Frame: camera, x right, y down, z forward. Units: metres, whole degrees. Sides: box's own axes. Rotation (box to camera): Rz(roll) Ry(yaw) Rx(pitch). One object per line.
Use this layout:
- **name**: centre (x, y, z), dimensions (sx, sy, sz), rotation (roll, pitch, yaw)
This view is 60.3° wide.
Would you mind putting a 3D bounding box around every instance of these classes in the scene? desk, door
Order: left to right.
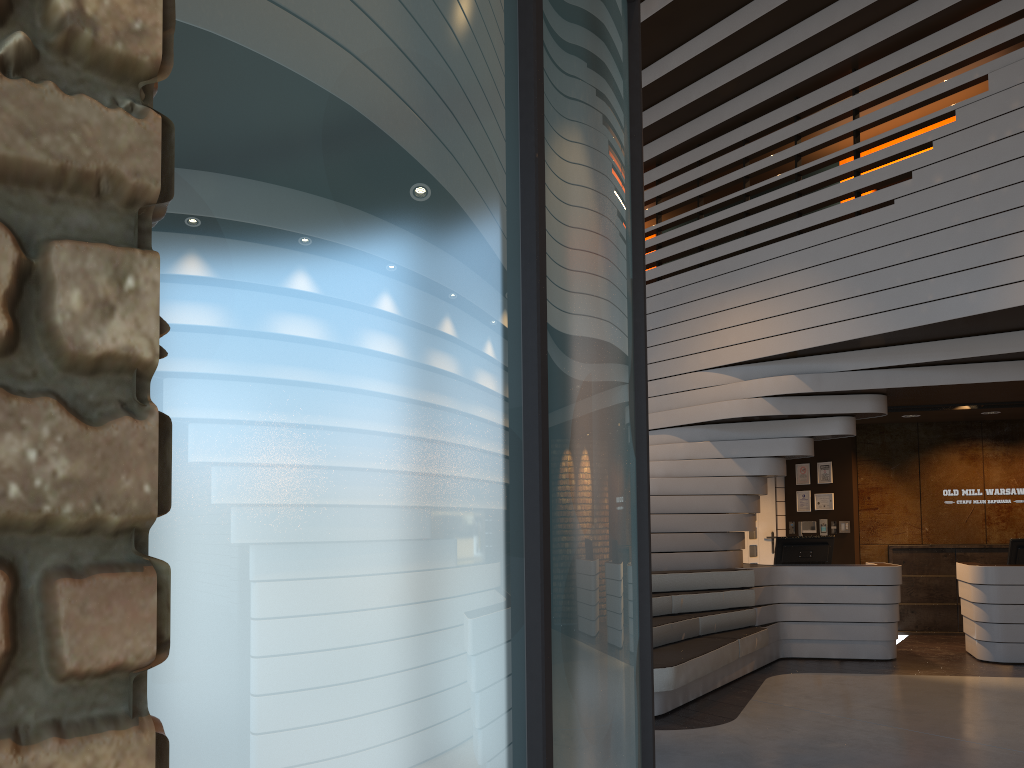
- **door**: centre (-1.337, 0.324, 2.029), dimensions (3.192, 2.831, 3.295), rotation (3, -7, -28)
- **door**: centre (3.016, 2.051, 11.084), dimensions (0.967, 2.090, 0.164), rotation (2, -4, -35)
- **desk**: centre (5.160, 2.205, 8.524), dimensions (1.460, 0.915, 0.856), rotation (-2, -6, 12)

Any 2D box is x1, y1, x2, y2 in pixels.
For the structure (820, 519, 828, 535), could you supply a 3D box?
- **structure**: centre (3.875, 1.780, 10.960), dimensions (0.012, 0.200, 0.106), rotation (2, -5, -35)

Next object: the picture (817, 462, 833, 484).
- **picture**: centre (3.886, 1.103, 10.955), dimensions (0.014, 0.261, 0.204), rotation (2, -6, -35)

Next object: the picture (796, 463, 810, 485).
- **picture**: centre (3.700, 1.147, 11.217), dimensions (0.014, 0.261, 0.204), rotation (2, -6, -35)

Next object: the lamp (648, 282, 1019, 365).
- **lamp**: centre (1.689, -1.789, 6.188), dimensions (9.010, 4.578, 42.457), rotation (5, -11, -35)

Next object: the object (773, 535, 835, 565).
- **object**: centre (3.049, 1.861, 9.233), dimensions (0.596, 0.550, 0.371), rotation (-1, -5, 6)

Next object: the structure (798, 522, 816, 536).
- **structure**: centre (3.734, 1.869, 11.151), dimensions (0.026, 0.252, 0.261), rotation (2, -6, -37)

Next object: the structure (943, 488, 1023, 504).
- **structure**: centre (5.566, 1.324, 10.402), dimensions (0.885, 0.166, 0.007), rotation (-3, -3, 12)

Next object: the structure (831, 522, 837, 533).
- **structure**: centre (3.958, 1.764, 10.836), dimensions (0.019, 0.146, 0.063), rotation (2, -5, -35)

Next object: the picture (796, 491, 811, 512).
- **picture**: centre (3.704, 1.489, 11.199), dimensions (0.014, 0.261, 0.204), rotation (2, -6, -35)

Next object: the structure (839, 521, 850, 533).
- **structure**: centre (4.044, 1.737, 10.714), dimensions (0.021, 0.141, 0.144), rotation (2, -6, -35)

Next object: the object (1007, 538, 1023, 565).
- **object**: centre (5.233, 1.791, 8.727), dimensions (0.598, 0.550, 0.370), rotation (-2, -5, 15)

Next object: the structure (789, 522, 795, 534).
- **structure**: centre (3.603, 1.850, 11.344), dimensions (0.009, 0.154, 0.087), rotation (2, -5, -35)

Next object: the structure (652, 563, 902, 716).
- **structure**: centre (-3.174, 3.227, 14.334), dimensions (5.761, 0.920, 18.437), rotation (6, -12, -38)

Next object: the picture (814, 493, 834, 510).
- **picture**: centre (3.877, 1.463, 10.955), dimensions (0.014, 0.200, 0.266), rotation (2, -7, -35)
